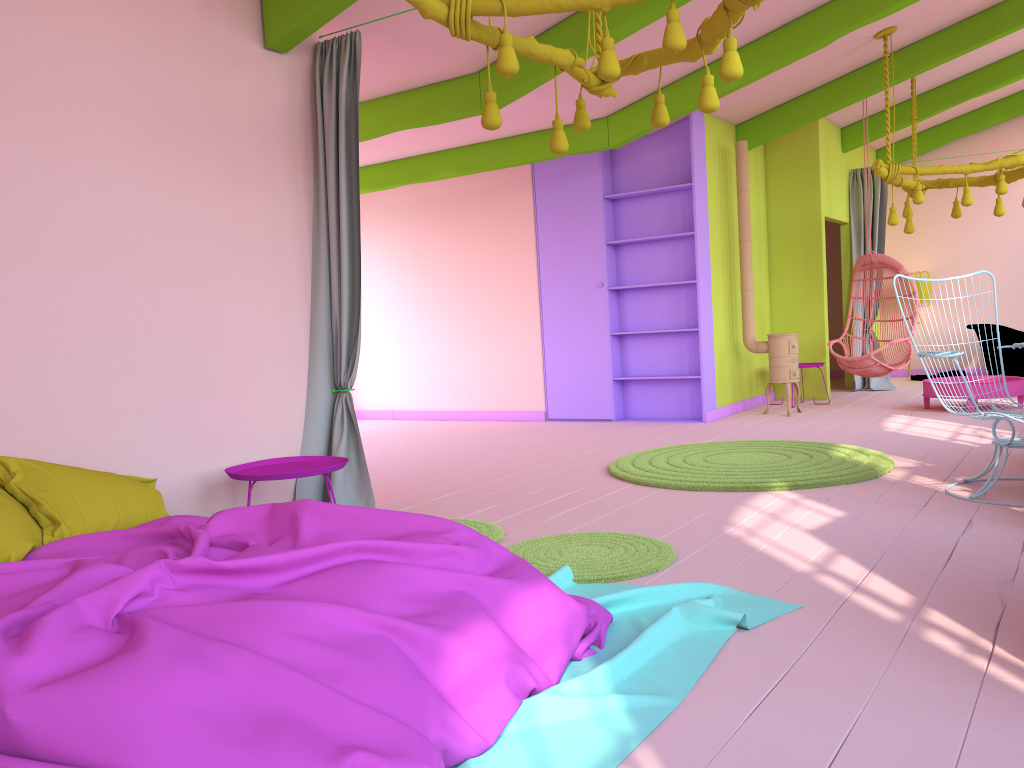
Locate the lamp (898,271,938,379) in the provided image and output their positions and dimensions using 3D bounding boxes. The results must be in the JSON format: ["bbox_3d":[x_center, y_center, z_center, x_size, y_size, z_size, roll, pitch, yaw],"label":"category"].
[{"bbox_3d":[5.610,-0.823,12.364,0.476,1.468,0.491,-6,5,-26],"label":"lamp"}]

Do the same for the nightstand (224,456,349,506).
[{"bbox_3d":[-1.092,0.621,4.390,0.596,0.459,0.595,-5,4,-19],"label":"nightstand"}]

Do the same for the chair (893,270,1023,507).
[{"bbox_3d":[2.717,-0.024,4.856,1.078,1.239,0.924,-5,4,-21],"label":"chair"}]

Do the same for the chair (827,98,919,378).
[{"bbox_3d":[3.760,-1.626,9.361,0.805,3.132,0.860,-7,5,-36],"label":"chair"}]

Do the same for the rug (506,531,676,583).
[{"bbox_3d":[0.331,0.778,4.024,0.792,0.021,0.792,-2,4,16],"label":"rug"}]

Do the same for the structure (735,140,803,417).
[{"bbox_3d":[2.683,-1.095,9.128,0.403,2.816,0.577,-7,6,-39],"label":"structure"}]

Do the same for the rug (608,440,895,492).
[{"bbox_3d":[1.635,0.548,6.195,1.889,0.050,1.887,-2,4,21],"label":"rug"}]

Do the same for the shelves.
[{"bbox_3d":[1.126,-1.143,9.268,1.842,3.107,0.384,-1,5,34],"label":"shelves"}]

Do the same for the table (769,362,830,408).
[{"bbox_3d":[3.197,0.003,9.925,0.596,0.459,0.595,-5,4,-19],"label":"table"}]

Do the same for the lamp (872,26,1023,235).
[{"bbox_3d":[4.188,-2.614,8.490,1.611,2.266,1.774,-2,4,16],"label":"lamp"}]

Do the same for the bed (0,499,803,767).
[{"bbox_3d":[-1.074,0.720,2.528,2.802,0.514,3.573,-1,4,34],"label":"bed"}]

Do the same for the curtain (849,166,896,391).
[{"bbox_3d":[4.446,-1.327,11.063,0.518,2.788,0.524,-2,4,15],"label":"curtain"}]

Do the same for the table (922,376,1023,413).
[{"bbox_3d":[4.491,0.097,8.648,0.885,0.286,0.885,-6,4,-30],"label":"table"}]

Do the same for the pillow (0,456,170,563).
[{"bbox_3d":[-2.131,0.594,2.907,0.848,0.823,2.615,-2,4,24],"label":"pillow"}]

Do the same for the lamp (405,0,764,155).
[{"bbox_3d":[0.498,-2.317,4.299,1.611,2.266,1.774,-2,4,16],"label":"lamp"}]

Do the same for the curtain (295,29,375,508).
[{"bbox_3d":[-1.028,-0.594,5.028,0.518,2.788,0.524,-2,4,15],"label":"curtain"}]

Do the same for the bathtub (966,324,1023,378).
[{"bbox_3d":[6.670,-0.411,10.948,1.889,0.740,0.825,-1,5,34],"label":"bathtub"}]

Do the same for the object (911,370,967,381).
[{"bbox_3d":[4.740,-0.564,8.620,2.827,1.581,7.858,-1,5,34],"label":"object"}]

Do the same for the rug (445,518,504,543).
[{"bbox_3d":[-0.447,0.791,4.543,0.792,0.021,0.792,-5,4,-29],"label":"rug"}]
